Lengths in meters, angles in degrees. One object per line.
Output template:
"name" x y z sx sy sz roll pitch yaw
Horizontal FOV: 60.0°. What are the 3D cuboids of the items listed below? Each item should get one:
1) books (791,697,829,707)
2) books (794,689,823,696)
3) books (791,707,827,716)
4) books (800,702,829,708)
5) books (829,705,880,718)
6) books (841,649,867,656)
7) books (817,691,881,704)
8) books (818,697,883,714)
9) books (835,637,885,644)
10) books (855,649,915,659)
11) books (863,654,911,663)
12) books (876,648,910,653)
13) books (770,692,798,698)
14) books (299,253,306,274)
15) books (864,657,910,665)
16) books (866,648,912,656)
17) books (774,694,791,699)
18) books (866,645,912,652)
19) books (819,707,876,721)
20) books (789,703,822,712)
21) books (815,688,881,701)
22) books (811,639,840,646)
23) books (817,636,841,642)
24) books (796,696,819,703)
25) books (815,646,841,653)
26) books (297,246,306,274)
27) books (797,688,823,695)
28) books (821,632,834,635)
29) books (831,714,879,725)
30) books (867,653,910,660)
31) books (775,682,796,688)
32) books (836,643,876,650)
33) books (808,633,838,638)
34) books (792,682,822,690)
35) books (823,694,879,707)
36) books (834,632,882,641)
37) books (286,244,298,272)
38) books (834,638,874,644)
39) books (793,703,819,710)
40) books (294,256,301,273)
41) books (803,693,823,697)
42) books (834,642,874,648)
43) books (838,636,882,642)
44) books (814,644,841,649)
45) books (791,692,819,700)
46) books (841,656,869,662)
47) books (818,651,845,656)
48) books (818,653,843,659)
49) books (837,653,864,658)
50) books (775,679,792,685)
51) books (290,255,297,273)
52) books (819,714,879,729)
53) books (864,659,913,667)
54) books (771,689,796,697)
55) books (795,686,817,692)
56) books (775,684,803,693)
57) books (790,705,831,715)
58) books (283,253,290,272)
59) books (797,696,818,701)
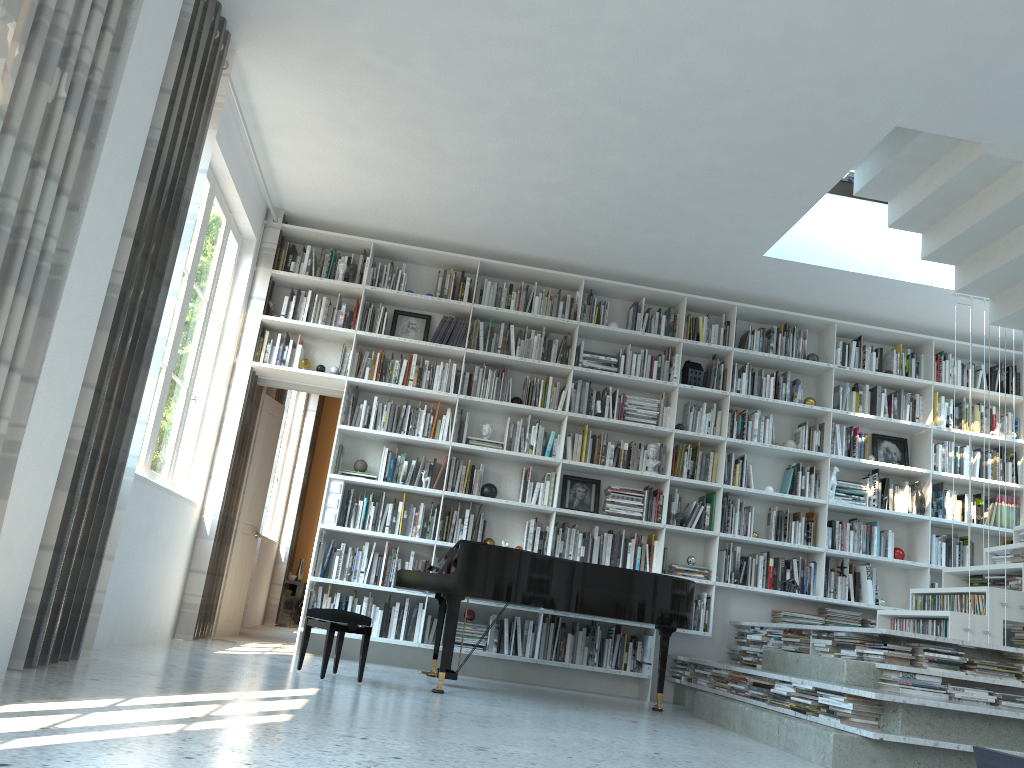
"books" 1.536 1.597 4.438 0.191 0.015 0.247 9 -15 -4
"books" 1.551 1.558 4.449 0.175 0.006 0.252 9 -15 -5
"books" 1.523 1.643 4.425 0.191 0.016 0.209 8 -15 0
"books" 1.554 1.614 4.436 0.154 0.014 0.197 9 -15 -5
"books" 1.598 1.527 4.146 0.137 0.019 0.225 9 -15 -4
"books" 2.010 1.552 5.104 0.155 0.028 0.190 9 -15 -4
"books" 1.580 1.469 4.157 0.176 0.010 0.267 10 -15 -9
"books" 1.582 1.502 4.150 0.156 0.027 0.288 10 -15 -9
"books" 2.009 1.482 5.120 0.171 0.007 0.261 10 -15 -7
"books" 2.033 1.473 4.838 0.185 0.014 0.298 9 -15 -6
"books" 2.043 1.494 4.834 0.152 0.015 0.208 10 -15 -8
"books" 2.081 1.457 4.847 0.091 0.011 0.190 10 -15 -7
"books" 1.506 1.667 4.730 0.171 0.007 0.261 8 -15 -2
"books" -1.644 -0.898 6.984 0.024 0.226 0.158 9 -14 -5
"books" 2.035 1.507 4.830 0.161 0.014 0.213 8 -15 -1
"books" 2.058 1.465 4.843 0.137 0.012 0.243 9 -15 -4
"books" 1.522 1.677 4.729 0.145 0.010 0.267 9 -15 -6
"books" 2.057 1.444 4.848 0.132 0.009 0.270 8 -15 -1
"books" 1.565 1.539 4.139 0.187 0.017 0.206 8 -15 0
"books" 1.529 1.625 4.430 0.191 0.006 0.276 9 -15 -3
"books" 1.574 1.456 4.160 0.192 0.014 0.257 10 -15 -9
"books" 1.968 1.584 5.408 0.174 0.029 0.251 10 -15 -7
"books" 1.981 1.563 5.415 0.145 0.017 0.209 10 -15 -9
"books" 1.550 1.590 4.441 0.150 0.004 0.291 8 -15 -1
"books" 1.969 1.624 5.399 0.167 0.024 0.192 9 -15 -4
"books" -1.657 -0.929 6.981 0.010 0.280 0.161 9 -14 -5
"books" 1.564 1.553 4.451 0.133 0.008 0.285 10 -15 -9
"books" 1.992 1.536 5.422 0.134 0.014 0.182 8 -15 0
"books" 1.598 1.561 4.138 0.132 0.014 0.206 9 -15 -5
"books" 2.051 1.486 4.837 0.134 0.006 0.227 8 -15 -1
"books" 1.523 1.616 4.744 0.139 0.013 0.289 8 -15 0
"books" 2.005 1.524 5.110 0.177 0.026 0.231 9 -15 -5
"books" 1.960 1.545 5.416 0.192 0.014 0.257 10 -15 -9
"books" 1.545 1.528 4.455 0.182 0.016 0.257 8 -15 -2
"books" 1.585 1.482 4.155 0.165 0.015 0.243 8 -15 -1
"books" 1.998 1.458 5.125 0.189 0.022 0.238 8 -15 0
"books" -1.732 -0.937 6.964 0.025 0.268 0.177 9 -14 -5
"books" 2.007 1.491 5.118 0.168 0.013 0.282 10 -15 -8
"books" 1.545 1.622 4.433 0.170 0.006 0.269 9 -15 -5
"books" -1.684 -0.887 6.985 0.031 0.195 0.145 9 -14 -5
"books" 1.564 1.567 4.448 0.133 0.009 0.210 8 -15 -1
"books" 2.003 1.507 5.114 0.187 0.009 0.251 9 -15 -5
"books" 2.010 1.475 5.122 0.170 0.008 0.209 8 -15 -2
"books" 1.960 1.604 5.402 0.178 0.015 0.188 8 -15 0
"books" 1.541 1.574 4.444 0.168 0.013 0.282 10 -15 -9
"books" 2.005 1.581 5.096 0.142 0.020 0.231 8 -15 0
"books" 1.983 1.645 5.395 0.136 0.013 0.259 9 -15 -5
"books" 1.972 1.657 5.391 0.132 0.016 0.263 8 -15 0
"books" 2.003 1.568 5.099 0.154 0.007 0.293 8 -15 -2
"books" 1.525 1.603 4.747 0.157 0.014 0.216 9 -15 -3
"books" -1.711 -0.893 6.957 0.028 0.186 0.182 9 -14 -5
"books" 1.567 1.571 4.132 0.184 0.017 0.231 9 -15 -3
"books" 2.049 1.520 4.829 0.144 0.009 0.250 9 -15 -5
"books" 1.505 1.655 4.733 0.180 0.016 0.183 10 -15 -8
"books" 1.544 1.541 4.452 0.178 0.010 0.196 8 -15 0
"books" 1.523 1.636 4.739 0.141 0.028 0.223 10 -15 -9
"books" 1.534 1.633 4.429 0.178 0.009 0.277 10 -15 -7
"books" -1.761 -0.904 6.958 0.024 0.194 0.167 9 -14 -5
"books" 1.559 1.586 4.443 0.131 0.007 0.292 10 -15 -9
